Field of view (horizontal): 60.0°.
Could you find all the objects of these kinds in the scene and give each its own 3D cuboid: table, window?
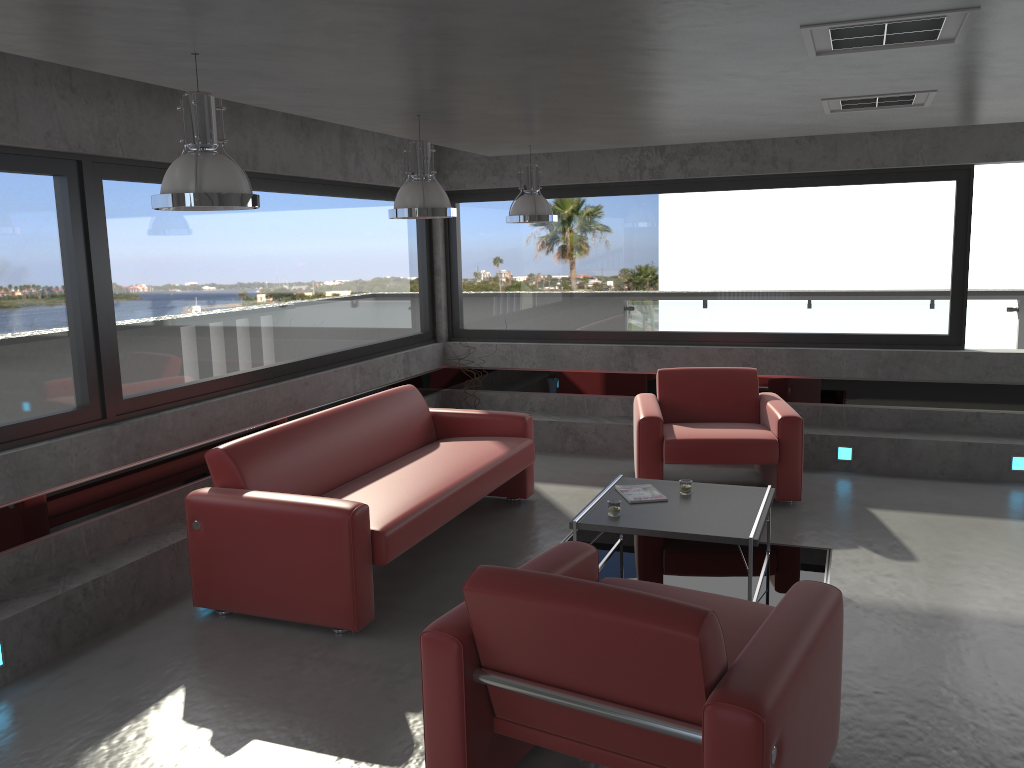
[{"bbox_3d":[0.957,0.893,5.118,0.994,0.436,1.018,2,10,21],"label":"table"},{"bbox_3d":[-2.287,-0.562,5.187,0.003,1.364,7.800,2,10,21],"label":"window"},{"bbox_3d":[1.532,-1.118,8.122,4.583,1.364,0.003,2,10,21],"label":"window"}]

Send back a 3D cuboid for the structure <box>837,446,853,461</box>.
[{"bbox_3d":[2.740,0.573,7.300,0.123,0.123,0.004,2,10,21],"label":"structure"}]

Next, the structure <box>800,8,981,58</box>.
[{"bbox_3d":[1.365,-1.392,3.232,0.563,0.240,0.563,2,10,21],"label":"structure"}]

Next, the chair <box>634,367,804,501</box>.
[{"bbox_3d":[1.550,0.356,6.848,1.196,0.854,1.130,0,9,6],"label":"chair"}]

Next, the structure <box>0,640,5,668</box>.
[{"bbox_3d":[-2.322,1.226,3.956,0.004,0.123,0.123,2,10,21],"label":"structure"}]

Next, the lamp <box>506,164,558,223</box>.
[{"bbox_3d":[0.143,-1.424,6.637,0.388,0.422,0.389,0,9,11],"label":"lamp"}]

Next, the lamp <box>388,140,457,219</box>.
[{"bbox_3d":[-0.509,-1.148,4.982,0.389,0.422,0.388,2,10,21],"label":"lamp"}]

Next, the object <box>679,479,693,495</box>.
[{"bbox_3d":[1.038,0.616,5.297,0.079,0.077,0.079,4,10,29],"label":"object"}]

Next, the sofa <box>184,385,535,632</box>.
[{"bbox_3d":[-0.748,0.596,5.688,1.120,0.854,2.626,2,10,21],"label":"sofa"}]

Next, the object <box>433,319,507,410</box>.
[{"bbox_3d":[-0.379,0.085,7.725,0.531,1.289,0.466,5,11,34],"label":"object"}]

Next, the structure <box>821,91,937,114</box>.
[{"bbox_3d":[2.012,-1.666,4.878,0.563,0.240,0.563,2,10,21],"label":"structure"}]

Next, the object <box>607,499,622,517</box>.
[{"bbox_3d":[0.568,0.687,4.917,0.079,0.077,0.079,-1,9,4],"label":"object"}]

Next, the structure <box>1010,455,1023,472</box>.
[{"bbox_3d":[3.919,0.615,6.843,0.123,0.123,0.004,2,10,21],"label":"structure"}]

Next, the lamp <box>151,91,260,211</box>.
[{"bbox_3d":[-1.160,-0.873,3.327,0.389,0.422,0.388,2,10,21],"label":"lamp"}]

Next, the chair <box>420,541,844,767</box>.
[{"bbox_3d":[0.473,0.961,3.161,1.196,0.854,1.130,4,10,31],"label":"chair"}]

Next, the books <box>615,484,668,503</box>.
[{"bbox_3d":[0.771,0.650,5.303,0.228,0.022,0.326,-3,9,-8],"label":"books"}]
